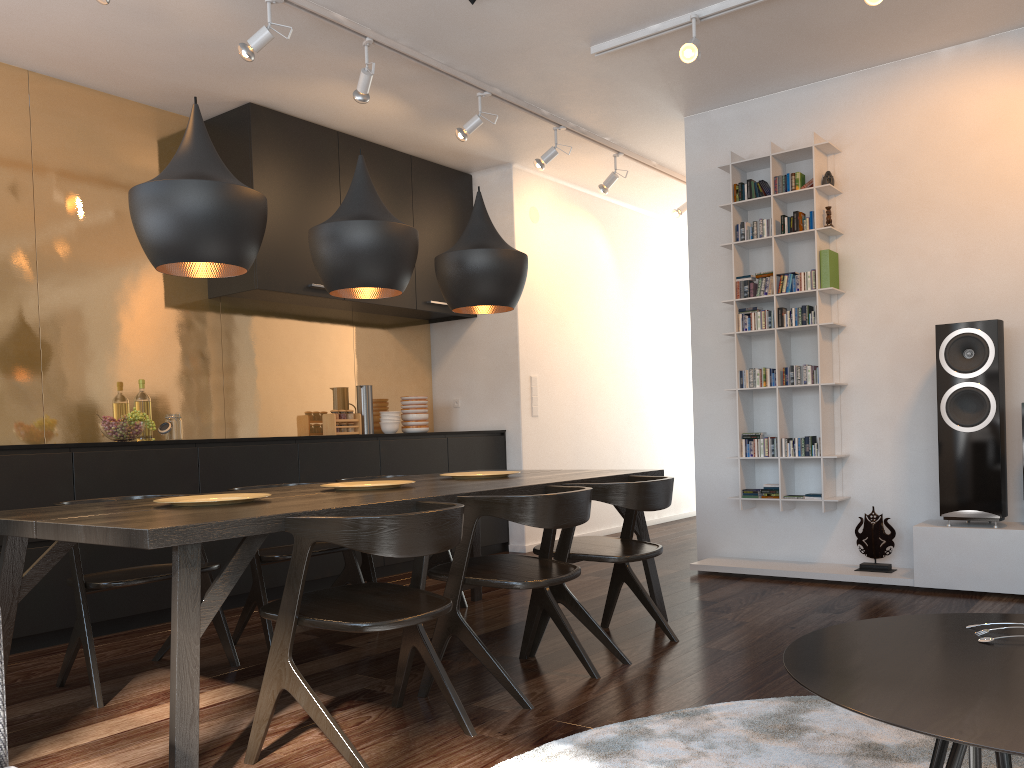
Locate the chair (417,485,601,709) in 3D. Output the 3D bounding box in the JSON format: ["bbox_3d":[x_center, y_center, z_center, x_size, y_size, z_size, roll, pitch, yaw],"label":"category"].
[{"bbox_3d":[0.011,0.702,3.049,0.520,0.671,0.592,-2,-1,38],"label":"chair"}]

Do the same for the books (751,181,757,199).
[{"bbox_3d":[1.391,-1.101,5.052,0.019,0.099,0.074,-1,0,37],"label":"books"}]

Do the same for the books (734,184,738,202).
[{"bbox_3d":[1.306,-1.098,5.121,0.016,0.107,0.069,-1,0,37],"label":"books"}]

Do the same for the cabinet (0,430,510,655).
[{"bbox_3d":[-1.847,0.749,4.658,0.733,0.900,5.060,-2,-3,37],"label":"cabinet"}]

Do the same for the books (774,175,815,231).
[{"bbox_3d":[1.595,-1.003,4.939,0.229,0.333,0.107,-2,1,38],"label":"books"}]

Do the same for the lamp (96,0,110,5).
[{"bbox_3d":[-1.440,-1.531,3.293,0.251,0.239,0.085,-2,1,-12],"label":"lamp"}]

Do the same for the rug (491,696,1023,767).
[{"bbox_3d":[1.041,0.905,1.379,2.839,0.012,2.838,-3,-3,17],"label":"rug"}]

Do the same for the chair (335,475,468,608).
[{"bbox_3d":[-0.574,0.792,4.321,0.520,0.671,0.592,-2,-1,37],"label":"chair"}]

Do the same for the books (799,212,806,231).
[{"bbox_3d":[1.609,-0.893,4.901,0.016,0.107,0.069,-1,0,37],"label":"books"}]

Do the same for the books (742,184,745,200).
[{"bbox_3d":[1.346,-1.094,5.088,0.014,0.092,0.069,-1,0,37],"label":"books"}]

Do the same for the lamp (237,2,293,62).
[{"bbox_3d":[-1.059,-1.514,3.807,0.250,0.240,0.085,-2,1,3],"label":"lamp"}]

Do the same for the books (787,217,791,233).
[{"bbox_3d":[1.557,-0.881,4.938,0.014,0.092,0.069,-1,0,37],"label":"books"}]

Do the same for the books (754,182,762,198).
[{"bbox_3d":[1.407,-1.099,5.041,0.028,0.093,0.069,-1,0,37],"label":"books"}]

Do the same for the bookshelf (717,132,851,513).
[{"bbox_3d":[1.549,-0.315,5.057,0.640,2.076,0.226,-1,1,37],"label":"bookshelf"}]

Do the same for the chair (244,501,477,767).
[{"bbox_3d":[-0.397,0.686,2.503,0.520,0.671,0.592,-2,-1,36],"label":"chair"}]

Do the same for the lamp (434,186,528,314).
[{"bbox_3d":[-0.137,-0.595,3.882,0.411,0.541,0.411,-2,0,-5],"label":"lamp"}]

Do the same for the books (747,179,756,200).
[{"bbox_3d":[1.373,-1.107,5.067,0.029,0.115,0.074,-1,0,37],"label":"books"}]

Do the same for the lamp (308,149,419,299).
[{"bbox_3d":[-0.559,-0.611,3.327,0.411,0.541,0.410,-2,0,14],"label":"lamp"}]

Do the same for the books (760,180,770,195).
[{"bbox_3d":[1.447,-1.104,5.011,0.058,0.098,0.069,-2,0,37],"label":"books"}]

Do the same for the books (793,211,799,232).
[{"bbox_3d":[1.589,-0.896,4.913,0.029,0.115,0.074,-1,0,37],"label":"books"}]

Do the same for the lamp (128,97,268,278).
[{"bbox_3d":[-0.982,-0.627,2.772,0.410,0.541,0.411,-2,0,-19],"label":"lamp"}]

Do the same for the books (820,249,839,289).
[{"bbox_3d":[1.757,-0.623,4.892,0.049,0.214,0.165,-1,0,37],"label":"books"}]

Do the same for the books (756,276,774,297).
[{"bbox_3d":[1.460,-0.551,5.048,0.114,0.107,0.096,-3,-1,37],"label":"books"}]

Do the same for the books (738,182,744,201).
[{"bbox_3d":[1.329,-1.100,5.097,0.023,0.107,0.069,-1,0,37],"label":"books"}]

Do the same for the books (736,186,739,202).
[{"bbox_3d":[1.316,-1.092,5.110,0.014,0.092,0.069,-1,0,37],"label":"books"}]

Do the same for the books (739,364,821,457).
[{"bbox_3d":[1.539,0.158,5.035,0.470,0.511,0.122,-3,0,37],"label":"books"}]

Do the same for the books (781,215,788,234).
[{"bbox_3d":[1.529,-0.887,4.955,0.023,0.107,0.069,-1,0,37],"label":"books"}]

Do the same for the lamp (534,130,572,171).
[{"bbox_3d":[0.257,-1.465,5.543,0.251,0.240,0.085,-2,1,13],"label":"lamp"}]

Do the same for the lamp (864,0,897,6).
[{"bbox_3d":[1.489,-1.617,3.553,0.085,0.239,0.251,-1,0,43],"label":"lamp"}]

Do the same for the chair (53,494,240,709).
[{"bbox_3d":[-1.395,0.763,3.289,0.520,0.671,0.592,-2,-1,33],"label":"chair"}]

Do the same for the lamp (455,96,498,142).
[{"bbox_3d":[-0.197,-1.482,4.944,0.251,0.240,0.085,-2,1,8],"label":"lamp"}]

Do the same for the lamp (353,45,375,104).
[{"bbox_3d":[-0.940,-0.648,5.029,0.089,1.848,1.836,-2,-1,-19],"label":"lamp"}]

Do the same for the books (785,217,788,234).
[{"bbox_3d":[1.546,-0.880,4.947,0.014,0.092,0.069,-1,0,37],"label":"books"}]

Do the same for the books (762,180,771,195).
[{"bbox_3d":[1.454,-1.105,5.006,0.058,0.098,0.069,-2,0,37],"label":"books"}]

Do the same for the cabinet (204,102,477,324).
[{"bbox_3d":[-1.048,-1.028,5.909,0.532,1.050,1.954,-2,-2,37],"label":"cabinet"}]

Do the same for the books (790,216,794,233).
[{"bbox_3d":[1.569,-0.883,4.927,0.020,0.093,0.069,-1,0,37],"label":"books"}]

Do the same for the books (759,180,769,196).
[{"bbox_3d":[1.439,-1.104,5.017,0.058,0.098,0.069,-2,0,37],"label":"books"}]

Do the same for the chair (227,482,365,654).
[{"bbox_3d":[-0.942,0.778,3.837,0.520,0.671,0.592,-2,-1,35],"label":"chair"}]

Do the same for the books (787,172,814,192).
[{"bbox_3d":[1.620,-1.119,4.914,0.161,0.110,0.101,-3,-1,37],"label":"books"}]

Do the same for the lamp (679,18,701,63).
[{"bbox_3d":[0.821,-1.565,4.059,0.085,0.240,0.250,-2,-1,19],"label":"lamp"}]

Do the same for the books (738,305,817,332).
[{"bbox_3d":[1.525,-0.368,5.027,0.468,0.113,0.122,-4,-2,37],"label":"books"}]

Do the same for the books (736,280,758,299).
[{"bbox_3d":[1.363,-0.542,5.123,0.101,0.104,0.096,-3,-1,37],"label":"books"}]

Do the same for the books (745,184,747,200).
[{"bbox_3d":[1.358,-1.095,5.080,0.014,0.092,0.069,-1,0,37],"label":"books"}]

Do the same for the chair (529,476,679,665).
[{"bbox_3d":[0.382,0.716,3.536,0.520,0.671,0.592,-2,-1,35],"label":"chair"}]

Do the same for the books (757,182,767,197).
[{"bbox_3d":[1.425,-1.100,5.026,0.046,0.091,0.069,-2,0,37],"label":"books"}]

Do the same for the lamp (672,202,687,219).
[{"bbox_3d":[1.383,-1.424,7.003,0.250,0.240,0.085,-2,1,-11],"label":"lamp"}]
